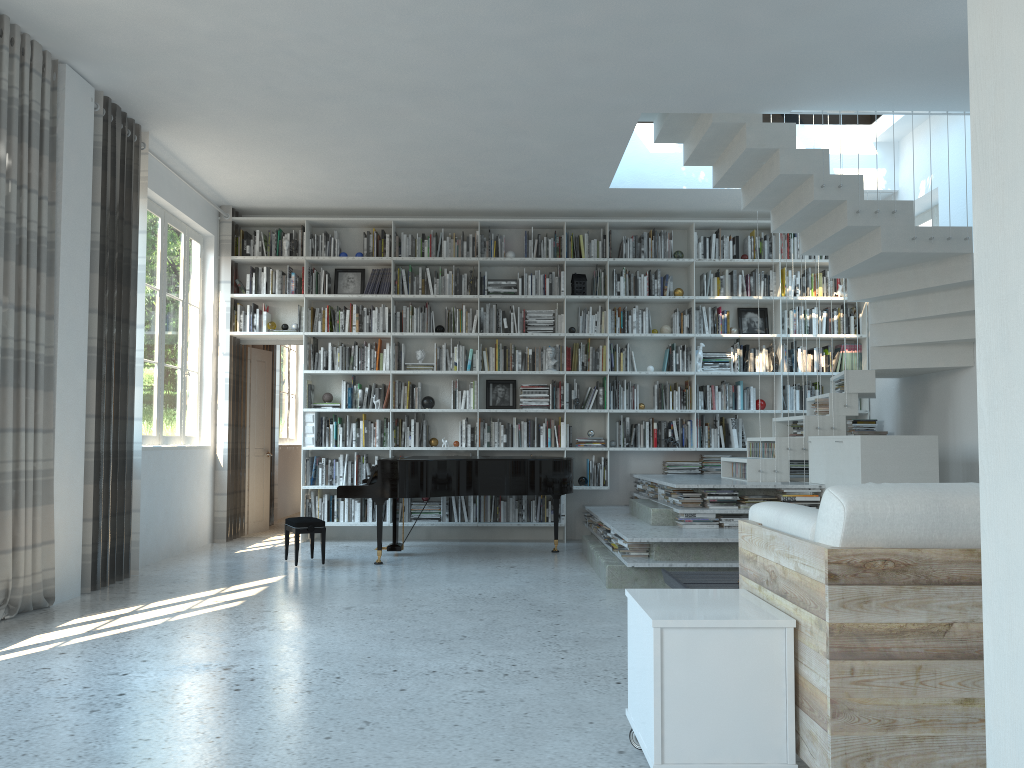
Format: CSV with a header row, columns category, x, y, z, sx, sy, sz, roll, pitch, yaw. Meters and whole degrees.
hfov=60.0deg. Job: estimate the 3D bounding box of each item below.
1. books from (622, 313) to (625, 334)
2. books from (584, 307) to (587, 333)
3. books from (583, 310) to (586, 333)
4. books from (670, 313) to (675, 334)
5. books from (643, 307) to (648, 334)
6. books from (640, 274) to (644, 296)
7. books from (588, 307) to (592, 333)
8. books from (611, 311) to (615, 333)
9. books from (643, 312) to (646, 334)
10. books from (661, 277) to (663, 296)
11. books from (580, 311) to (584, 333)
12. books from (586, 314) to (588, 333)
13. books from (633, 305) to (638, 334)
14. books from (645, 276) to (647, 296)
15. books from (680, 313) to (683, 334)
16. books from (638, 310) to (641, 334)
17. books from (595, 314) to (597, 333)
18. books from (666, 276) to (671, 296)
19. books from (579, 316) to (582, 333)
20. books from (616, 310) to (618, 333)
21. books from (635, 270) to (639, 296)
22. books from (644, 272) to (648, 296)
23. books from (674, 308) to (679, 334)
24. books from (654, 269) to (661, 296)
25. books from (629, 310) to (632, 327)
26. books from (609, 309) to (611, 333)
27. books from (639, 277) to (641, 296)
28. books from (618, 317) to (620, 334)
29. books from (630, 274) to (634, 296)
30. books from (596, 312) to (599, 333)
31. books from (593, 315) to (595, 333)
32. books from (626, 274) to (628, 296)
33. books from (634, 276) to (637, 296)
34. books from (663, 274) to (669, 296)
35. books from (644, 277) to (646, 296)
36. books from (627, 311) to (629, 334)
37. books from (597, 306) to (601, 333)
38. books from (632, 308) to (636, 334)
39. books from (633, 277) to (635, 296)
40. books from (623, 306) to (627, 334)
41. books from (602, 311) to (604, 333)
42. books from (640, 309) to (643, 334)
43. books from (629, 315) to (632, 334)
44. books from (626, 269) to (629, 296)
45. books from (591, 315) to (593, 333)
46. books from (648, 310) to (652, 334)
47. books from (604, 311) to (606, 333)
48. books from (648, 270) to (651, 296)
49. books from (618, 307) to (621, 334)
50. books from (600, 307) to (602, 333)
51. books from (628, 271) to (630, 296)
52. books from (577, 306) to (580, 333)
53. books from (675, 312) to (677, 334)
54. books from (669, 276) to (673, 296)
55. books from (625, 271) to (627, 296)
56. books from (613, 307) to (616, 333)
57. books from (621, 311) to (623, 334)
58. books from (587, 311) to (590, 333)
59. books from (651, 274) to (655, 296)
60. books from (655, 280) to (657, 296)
category,x,y,z,sx,sy,sz,roll,pitch,yaw
books,1.097,-0.581,8.789,0.026,0.215,0.161,0,-3,-1
books,0.722,-0.612,8.786,0.019,0.275,0.146,0,-3,-1
books,0.707,-0.599,8.784,0.028,0.250,0.164,0,-3,-1
books,1.595,-0.581,8.804,0.015,0.220,0.140,0,-3,-1
books,1.323,-0.610,8.776,0.024,0.272,0.169,0,-3,-1
books,1.285,-0.958,8.804,0.023,0.236,0.149,0,-3,-1
books,0.766,-0.613,8.758,0.028,0.275,0.187,0,-3,-1
books,0.994,-0.594,8.798,0.030,0.242,0.138,0,-3,-1
books,1.300,-0.589,8.786,0.021,0.232,0.183,0,-3,-1
books,1.473,-0.945,8.807,0.030,0.213,0.157,0,-3,-1
books,0.690,-0.595,8.789,0.024,0.242,0.159,0,-3,-1
books,0.733,-0.578,8.783,0.023,0.207,0.171,0,-3,-1
books,1.227,-0.620,8.795,0.027,0.295,0.159,0,-3,-1
books,1.322,-0.950,8.803,0.011,0.222,0.159,0,-3,-1
books,1.671,-0.585,8.800,0.016,0.228,0.160,0,-3,-1
books,1.253,-0.596,8.779,0.025,0.244,0.183,0,-3,-1
books,0.821,-0.580,8.772,0.029,0.211,0.158,0,-3,-1
books,1.537,-0.947,8.805,0.048,0.216,0.182,0,-3,-1
books,0.671,-0.568,8.766,0.028,0.185,0.181,0,-3,-1
books,1.030,-0.598,8.778,0.014,0.247,0.176,0,-3,-1
books,1.242,-0.981,8.818,0.013,0.284,0.154,0,-3,-1
books,1.334,-0.971,8.806,0.012,0.264,0.156,0,-3,-1
books,1.628,-0.606,8.787,0.015,0.267,0.164,0,-3,-1
books,1.443,-0.982,8.794,0.029,0.285,0.183,0,-3,-1
books,1.177,-0.601,8.792,0.011,0.256,0.131,0,-3,-1
books,0.952,-0.600,8.774,0.028,0.251,0.190,0,-3,-1
books,1.261,-0.947,8.815,0.025,0.216,0.144,0,-3,-1
books,1.047,-0.563,8.788,0.021,0.179,0.136,0,-3,-1
books,1.181,-0.961,8.797,0.027,0.241,0.160,0,-3,-1
books,0.840,-0.591,8.780,0.024,0.233,0.149,0,-3,-1
books,0.800,-0.573,8.771,0.027,0.196,0.185,0,-3,-1
books,1.130,-0.957,8.807,0.012,0.235,0.165,0,-3,-1
books,1.222,-0.950,8.820,0.028,0.223,0.142,0,-3,-1
books,1.515,-0.957,8.797,0.054,0.235,0.171,0,-3,-1
books,1.307,-0.945,8.789,0.021,0.209,0.181,0,-3,-1
books,1.136,-0.593,8.776,0.022,0.237,0.164,0,-3,-1
books,0.857,-0.620,8.784,0.028,0.293,0.154,0,-3,-1
books,1.198,-0.606,8.768,0.030,0.263,0.182,0,-3,-1
books,1.201,-0.946,8.815,0.014,0.215,0.132,0,-3,-1
books,1.118,-0.615,8.771,0.014,0.280,0.177,0,-3,-1
books,0.890,-0.590,8.764,0.028,0.229,0.177,0,-3,-1
books,1.277,-0.603,8.800,0.024,0.262,0.133,0,-3,-1
books,1.159,-0.571,8.784,0.025,0.194,0.171,0,-3,-1
books,1.144,-0.987,8.815,0.021,0.296,0.138,0,-3,-1
books,0.782,-0.572,8.768,0.024,0.194,0.173,0,-3,-1
books,1.361,-0.599,8.799,0.034,0.254,0.161,0,-3,-1
books,0.909,-0.593,8.780,0.026,0.237,0.173,0,-3,-1
books,1.365,-0.980,8.820,0.012,0.285,0.159,0,-3,-1
books,1.065,-0.614,8.808,0.014,0.283,0.135,0,-3,-1
books,0.873,-0.612,8.781,0.025,0.277,0.173,0,-3,-1
books,1.161,-0.977,8.822,0.012,0.276,0.133,0,-3,-1
books,0.658,-0.617,8.790,0.018,0.285,0.159,0,-3,-1
books,1.614,-0.587,8.799,0.012,0.232,0.154,0,-3,-1
books,1.574,-0.952,8.824,0.026,0.229,0.140,0,-3,-1
books,1.119,-0.974,8.799,0.010,0.268,0.166,0,-3,-1
books,1.016,-0.613,8.795,0.014,0.278,0.154,0,-3,-1
books,1.078,-0.592,8.787,0.013,0.236,0.157,0,-3,-1
books,0.748,-0.592,8.779,0.023,0.236,0.178,0,-3,-1
books,1.386,-0.958,8.800,0.030,0.237,0.186,0,-3,-1
books,1.415,-0.930,8.804,0.027,0.181,0.176,0,-3,-1
